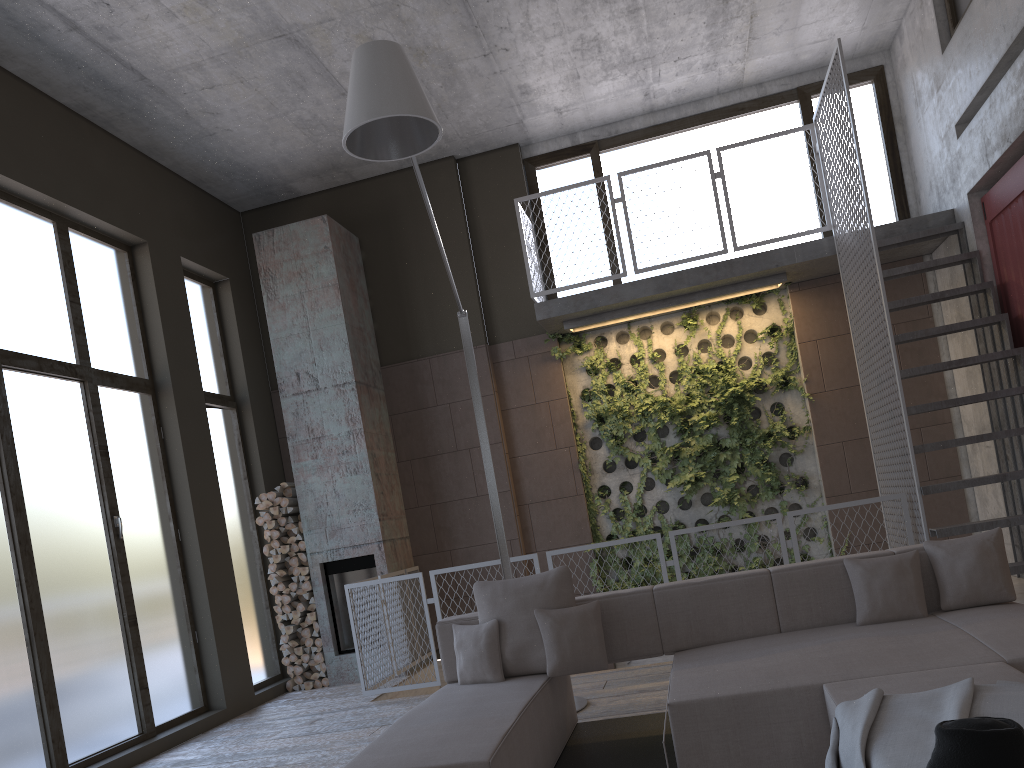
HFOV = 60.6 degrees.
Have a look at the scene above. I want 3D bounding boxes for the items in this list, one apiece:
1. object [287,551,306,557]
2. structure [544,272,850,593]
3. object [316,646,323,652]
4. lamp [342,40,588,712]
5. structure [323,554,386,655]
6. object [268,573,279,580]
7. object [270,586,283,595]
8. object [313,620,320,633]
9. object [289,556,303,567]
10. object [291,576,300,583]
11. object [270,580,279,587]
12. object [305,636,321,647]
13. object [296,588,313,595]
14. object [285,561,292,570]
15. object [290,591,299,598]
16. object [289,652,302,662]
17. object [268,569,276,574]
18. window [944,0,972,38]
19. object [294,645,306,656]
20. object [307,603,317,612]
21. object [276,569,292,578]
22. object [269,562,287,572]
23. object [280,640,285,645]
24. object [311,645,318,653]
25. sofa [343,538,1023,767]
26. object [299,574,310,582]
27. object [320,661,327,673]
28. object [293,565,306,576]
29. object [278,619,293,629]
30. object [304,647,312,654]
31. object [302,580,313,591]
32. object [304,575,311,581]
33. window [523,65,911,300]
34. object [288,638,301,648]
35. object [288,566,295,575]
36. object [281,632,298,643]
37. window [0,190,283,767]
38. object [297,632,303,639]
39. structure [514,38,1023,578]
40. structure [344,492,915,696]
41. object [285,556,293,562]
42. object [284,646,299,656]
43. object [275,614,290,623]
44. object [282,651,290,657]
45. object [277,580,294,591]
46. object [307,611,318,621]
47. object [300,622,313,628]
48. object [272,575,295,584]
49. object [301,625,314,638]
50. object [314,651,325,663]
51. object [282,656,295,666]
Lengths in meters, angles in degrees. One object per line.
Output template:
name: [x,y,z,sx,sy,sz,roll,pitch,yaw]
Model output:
object: [-2.146,1.707,8.853,0.089,0.056,0.334,-11,-9,11]
structure: [1.847,0.799,8.626,2.642,3.798,1.003,-11,-1,12]
object: [-1.878,2.630,8.749,0.063,0.047,0.252,-11,-9,10]
lamp: [-0.154,0.368,4.964,0.756,3.401,2.651,-10,-4,-2]
structure: [-1.511,2.170,8.648,0.579,0.922,0.056,-10,-1,12]
object: [-2.350,1.943,8.925,0.122,0.067,0.366,-11,-9,10]
object: [-2.326,2.086,8.953,0.092,0.091,0.440,-11,-9,11]
object: [-1.886,2.417,8.818,0.064,0.124,0.366,-10,-8,12]
object: [-2.134,1.777,8.821,0.099,0.106,0.296,-11,-8,10]
object: [-2.103,1.964,8.889,0.067,0.066,0.425,-11,-9,11]
object: [-2.320,2.014,8.932,0.067,0.084,0.427,-11,-9,13]
object: [-1.958,2.581,8.882,0.093,0.092,0.440,-11,-9,11]
object: [-2.047,2.076,8.864,0.122,0.067,0.365,-11,-9,12]
object: [-2.211,1.841,8.976,0.104,0.101,0.293,-11,-8,12]
object: [-2.142,2.110,8.889,0.065,0.073,0.362,-10,-9,9]
object: [-2.124,2.742,8.932,0.091,0.088,0.458,-11,-9,11]
object: [-2.365,1.882,8.954,0.067,0.070,0.425,-11,-9,11]
window: [2.601,-3.456,2.900,0.114,0.601,8.491,-10,-9,11]
object: [-2.057,2.671,8.896,0.094,0.083,0.482,-11,-9,11]
object: [-1.933,2.241,8.883,0.115,0.078,0.438,-11,-9,10]
object: [-2.250,1.913,8.941,0.115,0.079,0.437,-11,-9,11]
object: [-2.317,1.847,8.913,0.091,0.088,0.457,-11,-9,12]
object: [-2.243,2.584,8.947,0.067,0.070,0.425,-11,-9,11]
object: [-1.904,2.648,8.865,0.068,0.066,0.425,-11,-9,11]
sofa: [0.816,1.296,3.533,3.014,0.779,3.030,-12,-9,11]
object: [-2.026,1.945,8.872,0.068,0.066,0.425,-11,-9,11]
object: [-1.818,2.811,8.814,0.064,0.124,0.366,-10,-8,12]
object: [-2.080,1.878,8.888,0.093,0.092,0.440,-11,-9,11]
object: [-2.272,2.466,8.972,0.070,0.117,0.366,-10,-8,10]
object: [-1.982,2.666,8.882,0.067,0.066,0.425,-11,-9,11]
object: [-1.994,2.003,8.758,0.101,0.102,0.294,-11,-8,10]
object: [-1.999,1.928,8.756,0.063,0.047,0.252,-11,-9,10]
window: [1.994,-1.829,8.800,3.586,1.741,0.110,-11,-1,12]
object: [-2.128,2.615,8.934,0.115,0.079,0.437,-11,-9,11]
object: [-2.152,1.882,8.930,0.102,0.086,0.365,-11,-9,11]
object: [-2.195,2.549,8.906,0.091,0.088,0.457,-11,-9,12]
window: [-3.639,0.434,4.562,0.210,4.126,9.268,-10,-7,9]
object: [-2.089,2.543,8.969,0.104,0.101,0.293,-11,-8,12]
structure: [2.086,-0.014,7.414,3.704,4.288,3.043,-11,-3,11]
structure: [1.009,1.808,7.776,4.452,0.928,1.937,-12,-8,12]
object: [-2.192,1.761,8.890,0.065,0.073,0.361,-11,-9,12]
object: [-2.164,2.662,8.831,0.072,0.072,0.425,-11,-9,11]
object: [-2.279,2.363,8.959,0.080,0.106,0.439,-10,-8,10]
object: [-2.199,2.716,8.926,0.067,0.084,0.427,-11,-9,13]
object: [-2.246,2.040,8.939,0.091,0.088,0.458,-11,-9,11]
object: [-1.917,2.316,8.857,0.094,0.083,0.482,-11,-9,11]
object: [-2.024,2.410,8.846,0.089,0.056,0.334,-11,-9,11]
object: [-2.285,1.959,8.838,0.072,0.072,0.425,-11,-9,11]
object: [-2.013,2.479,8.814,0.099,0.106,0.296,-11,-8,10]
object: [-1.872,2.705,8.751,0.101,0.102,0.294,-11,-8,10]
object: [-2.204,2.788,8.946,0.092,0.091,0.440,-11,-9,11]
